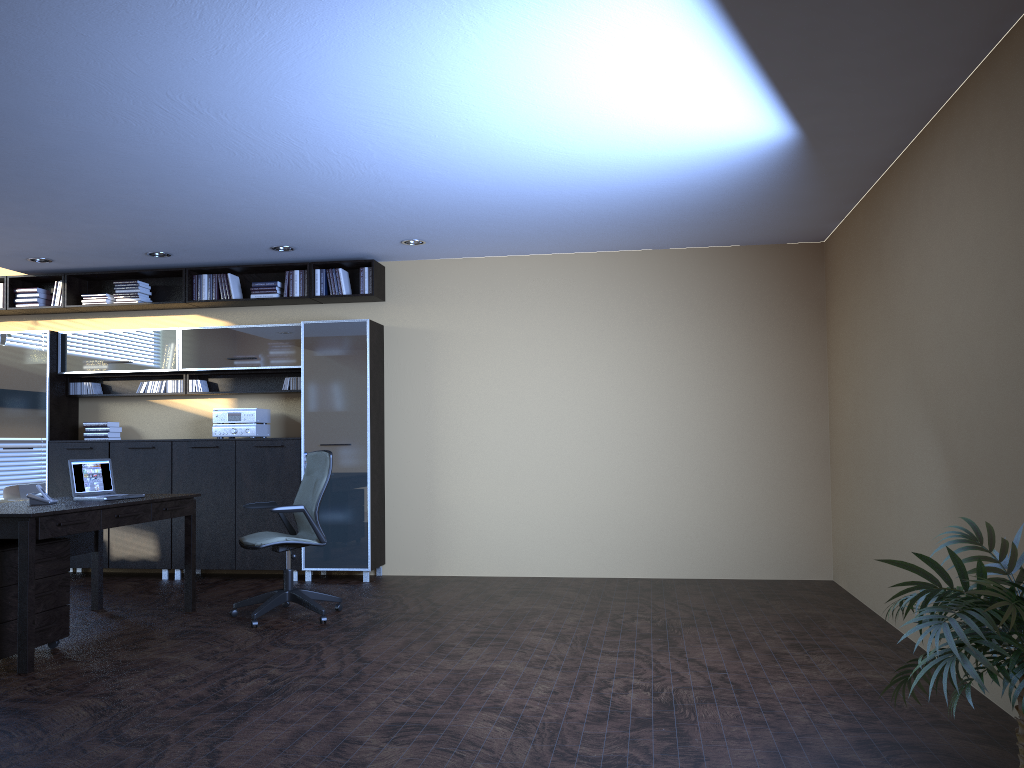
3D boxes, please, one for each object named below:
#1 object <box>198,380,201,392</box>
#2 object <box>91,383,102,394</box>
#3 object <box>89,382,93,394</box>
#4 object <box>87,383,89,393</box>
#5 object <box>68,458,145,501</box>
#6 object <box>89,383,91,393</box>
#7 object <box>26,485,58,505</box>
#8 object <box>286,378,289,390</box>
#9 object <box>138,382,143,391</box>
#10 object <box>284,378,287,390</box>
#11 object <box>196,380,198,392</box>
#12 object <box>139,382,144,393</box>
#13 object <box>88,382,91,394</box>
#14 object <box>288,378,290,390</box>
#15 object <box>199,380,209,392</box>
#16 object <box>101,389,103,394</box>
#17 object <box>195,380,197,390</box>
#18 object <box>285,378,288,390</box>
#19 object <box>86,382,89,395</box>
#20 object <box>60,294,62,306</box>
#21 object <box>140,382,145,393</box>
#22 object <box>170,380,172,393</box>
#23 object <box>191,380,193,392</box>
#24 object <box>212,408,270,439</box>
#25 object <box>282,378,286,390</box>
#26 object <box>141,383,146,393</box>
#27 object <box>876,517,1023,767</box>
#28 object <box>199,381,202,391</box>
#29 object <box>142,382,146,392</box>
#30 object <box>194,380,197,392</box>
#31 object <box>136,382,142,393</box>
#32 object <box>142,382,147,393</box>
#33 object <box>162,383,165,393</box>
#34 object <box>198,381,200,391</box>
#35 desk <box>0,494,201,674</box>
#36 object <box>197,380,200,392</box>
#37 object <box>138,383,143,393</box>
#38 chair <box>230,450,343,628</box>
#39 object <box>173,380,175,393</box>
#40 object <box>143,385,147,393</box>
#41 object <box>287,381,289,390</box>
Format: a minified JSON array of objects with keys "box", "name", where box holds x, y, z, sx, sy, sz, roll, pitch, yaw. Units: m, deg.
[{"box":[-3.041,0.023,8.716,0.030,0.120,0.142,-1,-3,9],"name":"object"},{"box":[-4.162,0.048,8.885,0.040,0.118,0.142,-1,-3,9],"name":"object"},{"box":[-4.178,0.048,8.884,0.030,0.120,0.142,-1,-3,9],"name":"object"},{"box":[-4.208,0.048,8.890,0.026,0.117,0.140,-1,-3,9],"name":"object"},{"box":[-2.870,0.672,6.288,0.323,0.282,0.390,-2,-3,19],"name":"object"},{"box":[-4.187,0.048,8.892,0.030,0.120,0.142,-1,-3,9],"name":"object"},{"box":[-3.071,0.721,5.798,0.146,0.126,0.130,0,-3,-6],"name":"object"},{"box":[-2.141,0.003,8.575,0.030,0.120,0.142,-1,-3,9],"name":"object"},{"box":[-3.656,0.039,8.814,0.059,0.112,0.142,-1,-3,9],"name":"object"},{"box":[-2.161,0.003,8.578,0.030,0.120,0.142,-1,-3,9],"name":"object"},{"box":[-3.062,0.023,8.715,0.030,0.120,0.142,-1,-3,9],"name":"object"},{"box":[-3.637,0.039,8.805,0.059,0.112,0.142,-1,-3,9],"name":"object"},{"box":[-4.198,0.048,8.890,0.030,0.120,0.142,-1,-3,9],"name":"object"},{"box":[-2.131,0.002,8.572,0.030,0.120,0.142,-1,-3,9],"name":"object"},{"box":[-3.026,0.023,8.714,0.040,0.118,0.142,-1,-3,9],"name":"object"},{"box":[-4.161,0.049,8.891,0.036,0.116,0.140,-1,-3,9],"name":"object"},{"box":[-3.072,0.023,8.720,0.026,0.117,0.140,-1,-3,9],"name":"object"},{"box":[-2.151,0.003,8.577,0.030,0.120,0.142,-1,-3,9],"name":"object"},{"box":[-4.228,0.049,8.898,0.009,0.120,0.142,-1,-3,9],"name":"object"},{"box":[-4.441,-0.890,8.889,0.075,0.259,0.208,-1,-3,8],"name":"object"},{"box":[-3.627,0.038,8.800,0.055,0.109,0.140,-1,-3,9],"name":"object"},{"box":[-3.331,0.028,8.753,0.009,0.120,0.142,-1,-3,9],"name":"object"},{"box":[-3.114,0.023,8.719,0.009,0.120,0.142,-1,-3,9],"name":"object"},{"box":[-2.584,0.378,8.471,0.430,0.281,0.363,-1,-3,9],"name":"object"},{"box":[-2.176,0.004,8.580,0.040,0.118,0.142,-1,-3,9],"name":"object"},{"box":[-3.617,0.038,8.803,0.055,0.109,0.140,-1,-3,9],"name":"object"},{"box":[1.242,0.906,2.120,0.669,1.235,0.763,-2,-3,32],"name":"object"},{"box":[-3.026,0.023,8.712,0.036,0.116,0.140,-1,-3,9],"name":"object"},{"box":[-3.617,0.038,8.804,0.059,0.112,0.142,-1,-3,9],"name":"object"},{"box":[-3.093,0.023,8.722,0.009,0.120,0.142,-1,-3,9],"name":"object"},{"box":[-3.668,0.039,8.805,0.059,0.112,0.142,-1,-3,8],"name":"object"},{"box":[-3.607,0.038,8.799,0.055,0.109,0.140,-1,-3,9],"name":"object"},{"box":[-3.406,0.030,8.767,0.036,0.116,0.140,-1,-3,8],"name":"object"},{"box":[-3.041,0.022,8.713,0.026,0.117,0.140,-1,-3,9],"name":"object"},{"box":[-2.967,1.238,5.934,0.914,0.889,1.897,-1,-4,9],"name":"desk"},{"box":[-3.052,0.023,8.714,0.030,0.120,0.142,-1,-3,9],"name":"object"},{"box":[-3.647,0.039,8.807,0.059,0.112,0.142,-1,-3,9],"name":"object"},{"box":[-1.614,1.098,6.530,0.769,1.214,0.833,1,-3,-34],"name":"chair"},{"box":[-3.301,0.028,8.748,0.009,0.120,0.142,-1,-3,9],"name":"object"},{"box":[-3.606,0.038,8.806,0.059,0.112,0.142,-1,-3,9],"name":"object"},{"box":[-2.133,0.002,8.564,0.026,0.117,0.140,-1,-3,9],"name":"object"}]
